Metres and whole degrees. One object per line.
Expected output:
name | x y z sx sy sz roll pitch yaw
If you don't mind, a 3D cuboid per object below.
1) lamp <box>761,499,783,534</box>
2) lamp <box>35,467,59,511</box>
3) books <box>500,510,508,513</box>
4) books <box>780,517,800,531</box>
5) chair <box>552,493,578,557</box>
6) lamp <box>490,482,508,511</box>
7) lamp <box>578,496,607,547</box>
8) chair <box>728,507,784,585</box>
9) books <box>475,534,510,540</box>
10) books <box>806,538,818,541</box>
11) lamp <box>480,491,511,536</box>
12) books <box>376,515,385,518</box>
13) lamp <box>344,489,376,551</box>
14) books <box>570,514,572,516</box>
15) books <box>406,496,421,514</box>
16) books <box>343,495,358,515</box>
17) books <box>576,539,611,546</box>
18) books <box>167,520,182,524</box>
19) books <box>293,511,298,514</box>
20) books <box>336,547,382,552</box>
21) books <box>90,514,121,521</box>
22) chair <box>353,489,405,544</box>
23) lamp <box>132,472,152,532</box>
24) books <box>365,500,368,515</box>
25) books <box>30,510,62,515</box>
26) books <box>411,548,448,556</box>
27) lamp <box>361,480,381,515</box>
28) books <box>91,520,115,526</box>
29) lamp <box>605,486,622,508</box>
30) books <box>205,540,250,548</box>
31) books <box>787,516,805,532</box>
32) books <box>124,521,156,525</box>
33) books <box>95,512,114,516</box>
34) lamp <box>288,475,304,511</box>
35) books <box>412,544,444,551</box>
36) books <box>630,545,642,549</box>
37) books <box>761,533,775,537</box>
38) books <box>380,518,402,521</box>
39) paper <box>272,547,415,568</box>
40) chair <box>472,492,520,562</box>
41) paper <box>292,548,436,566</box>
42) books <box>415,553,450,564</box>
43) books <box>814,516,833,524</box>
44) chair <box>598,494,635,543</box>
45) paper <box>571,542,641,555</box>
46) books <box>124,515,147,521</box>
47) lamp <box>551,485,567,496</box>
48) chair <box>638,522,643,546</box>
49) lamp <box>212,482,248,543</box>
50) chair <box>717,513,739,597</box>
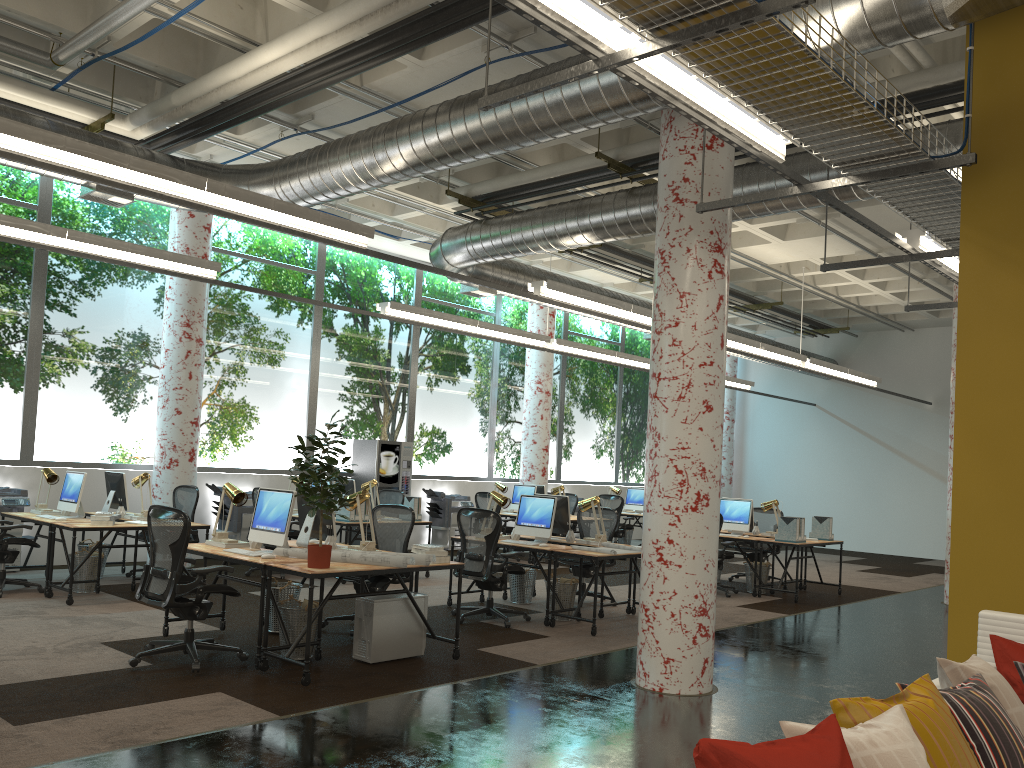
lamp | 3.645 1.893 12.152 0.219 0.609 0.528 4 -4 -28
lamp | -5.063 1.211 9.633 0.219 0.609 0.528 4 -4 -28
books | -0.259 2.127 14.835 0.309 0.038 0.226 -2 -7 43
books | 3.516 1.841 11.210 0.233 0.309 0.068 0 -4 43
chair | 0.805 2.450 15.510 0.770 1.083 0.795 1 -4 26
lamp | -0.275 1.948 14.870 0.219 0.609 0.528 4 -4 -28
lamp | 0.889 1.482 9.285 0.209 0.609 0.528 4 -4 -28
chair | 3.611 2.351 12.943 0.770 1.083 0.795 1 -4 26
books | -0.205 1.618 9.403 0.309 0.038 0.226 -2 -7 43
books | 3.943 2.058 11.731 0.200 0.024 0.236 1 -6 16
lamp | -0.217 1.440 9.440 0.209 0.609 0.528 4 -4 -28
books | -1.880 1.758 11.803 0.309 0.038 0.226 -2 -7 43
lamp | -1.171 1.133 6.933 0.209 0.609 0.528 4 -4 -28
books | 0.804 2.172 14.739 0.309 0.038 0.226 -2 -7 43
books | -1.293 1.631 11.586 0.233 0.309 0.068 0 -4 43
books | -1.974 1.526 10.842 0.233 0.309 0.068 0 -4 43
books | 0.858 1.663 9.307 0.309 0.038 0.226 -2 -7 43
books | -3.503 1.441 9.223 0.200 0.024 0.236 1 -6 16
books | -2.943 1.713 11.899 0.309 0.038 0.226 -2 -7 43
books | -1.201 1.315 6.955 0.309 0.038 0.226 -2 -7 43
books | -3.980 1.305 8.680 0.193 0.044 0.258 3 -5 0
chair | -1.879 2.036 12.574 0.770 1.083 0.795 1 -4 26
lamp | -3.953 1.253 9.480 0.209 0.609 0.528 4 -4 -28
books | -1.875 1.542 10.950 0.233 0.309 0.068 0 -4 43
books | -5.047 1.389 9.598 0.309 0.038 0.226 -2 -7 43
books | -0.627 1.270 6.720 0.193 0.044 0.258 6 -6 -30
lamp | -1.845 1.577 11.783 0.219 0.609 0.528 4 -4 -28
books | -3.999 1.349 8.657 0.200 0.050 0.272 5 -6 -20
lamp | 1.912 2.285 17.262 0.219 0.609 0.528 4 -4 -28
books | -2.264 1.269 7.051 0.309 0.038 0.226 -2 -7 43
books | 3.616 1.857 11.319 0.233 0.309 0.068 0 -4 43
books | -3.767 1.409 8.997 0.243 0.019 0.206 1 -6 20
books | -3.993 1.273 8.677 0.153 0.030 0.185 5 -6 -19
lamp | -2.955 1.535 11.936 0.209 0.609 0.528 4 -4 -28
books | -0.636 1.238 6.711 0.185 0.030 0.153 -2 -7 40
books | 1.363 1.680 9.087 0.243 0.019 0.206 4 -5 -10
books | 3.610 2.073 12.172 0.309 0.038 0.226 -2 -7 43
books | -1.547 1.743 11.362 0.200 0.024 0.236 1 -6 16
paper | -1.230 1.233 6.342 1.133 0.082 0.083 1 -4 17
chair | -0.281 2.257 14.048 0.770 1.083 0.795 1 -4 26
paper | -1.117 1.251 6.465 1.134 0.082 0.083 2 -4 7
books | -0.633 1.314 6.691 0.271 0.050 0.201 -1 -7 40
books | 4.197 1.946 11.955 0.233 0.309 0.068 0 -4 43
chair | 1.907 2.594 16.440 0.770 1.083 0.795 1 -4 26
paper | 0.944 1.601 8.635 0.568 0.061 0.628 -2 -7 40
books | -3.984 1.434 9.502 0.309 0.038 0.226 -2 -7 43
lamp | 0.839 1.991 14.719 0.219 0.609 0.528 4 -4 -28
chair | 2.992 2.787 17.902 0.770 1.083 0.795 1 -4 26
lamp | -2.281 1.091 7.086 0.219 0.609 0.528 4 -4 -28
chair | 2.526 2.158 11.480 0.770 1.083 0.795 1 -4 26
